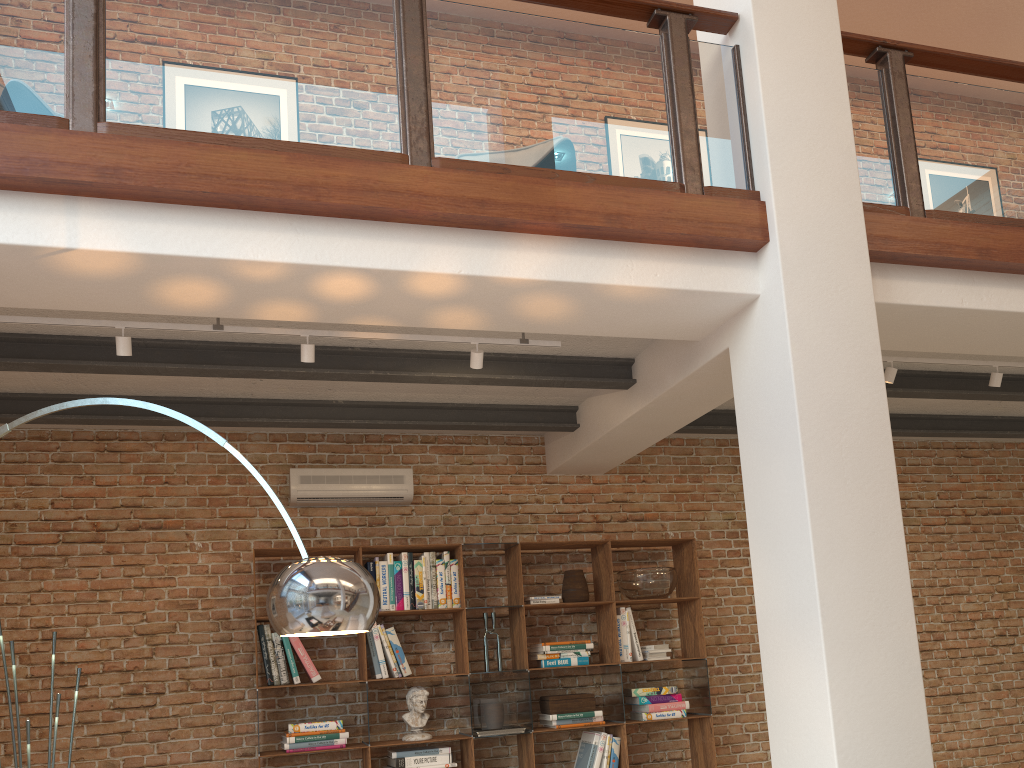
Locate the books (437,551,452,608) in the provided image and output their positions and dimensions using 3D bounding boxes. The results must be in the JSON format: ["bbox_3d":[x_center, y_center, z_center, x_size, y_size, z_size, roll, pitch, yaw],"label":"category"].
[{"bbox_3d":[-0.456,1.334,5.876,0.036,0.370,0.252,-1,-11,-17],"label":"books"}]

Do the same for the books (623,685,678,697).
[{"bbox_3d":[0.980,2.181,6.191,0.326,0.053,0.265,-2,-18,-7],"label":"books"}]

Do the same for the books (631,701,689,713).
[{"bbox_3d":[1.049,2.287,6.184,0.327,0.054,0.265,3,-19,-21],"label":"books"}]

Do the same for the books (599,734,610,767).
[{"bbox_3d":[0.595,2.584,5.998,0.098,0.342,0.282,-1,-12,-17],"label":"books"}]

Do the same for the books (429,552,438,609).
[{"bbox_3d":[-0.546,1.331,5.849,0.036,0.370,0.252,-1,-11,-17],"label":"books"}]

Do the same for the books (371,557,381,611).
[{"bbox_3d":[-0.900,1.336,5.749,0.021,0.346,0.282,-1,-12,-17],"label":"books"}]

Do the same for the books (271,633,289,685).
[{"bbox_3d":[-1.473,1.743,5.529,0.102,0.322,0.264,-1,-12,-17],"label":"books"}]

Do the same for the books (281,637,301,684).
[{"bbox_3d":[-1.412,1.712,5.518,0.121,0.368,0.252,-1,-11,-17],"label":"books"}]

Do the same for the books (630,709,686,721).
[{"bbox_3d":[1.029,2.339,6.169,0.326,0.053,0.265,1,-18,-14],"label":"books"}]

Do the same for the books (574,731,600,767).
[{"bbox_3d":[0.500,2.578,5.985,0.163,0.359,0.252,-1,-12,-17],"label":"books"}]

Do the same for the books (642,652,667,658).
[{"bbox_3d":[1.010,1.933,6.215,0.132,0.032,0.214,-2,-18,-7],"label":"books"}]

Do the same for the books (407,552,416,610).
[{"bbox_3d":[-0.691,1.326,5.805,0.036,0.370,0.252,-1,-11,-17],"label":"books"}]

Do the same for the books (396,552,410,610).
[{"bbox_3d":[-0.723,1.322,5.785,0.036,0.370,0.252,-1,-11,-17],"label":"books"}]

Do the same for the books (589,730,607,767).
[{"bbox_3d":[0.547,2.571,5.975,0.161,0.359,0.252,-1,-12,-17],"label":"books"}]

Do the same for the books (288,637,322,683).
[{"bbox_3d":[-1.328,1.752,5.563,0.195,0.307,0.264,-1,-13,-17],"label":"books"}]

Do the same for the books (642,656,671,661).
[{"bbox_3d":[1.015,1.963,6.227,0.171,0.018,0.246,-1,-18,-9],"label":"books"}]

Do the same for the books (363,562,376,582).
[{"bbox_3d":[-0.936,1.349,5.738,0.055,0.318,0.264,-1,-12,-17],"label":"books"}]

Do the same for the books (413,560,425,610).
[{"bbox_3d":[-0.640,1.349,5.801,0.055,0.318,0.264,-1,-12,-17],"label":"books"}]

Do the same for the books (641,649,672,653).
[{"bbox_3d":[1.015,1.909,6.225,0.171,0.018,0.246,1,-18,-13],"label":"books"}]

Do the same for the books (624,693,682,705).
[{"bbox_3d":[1.000,2.235,6.189,0.326,0.053,0.265,2,-18,-16],"label":"books"}]

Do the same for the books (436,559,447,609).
[{"bbox_3d":[-0.498,1.357,5.853,0.055,0.318,0.264,-1,-12,-17],"label":"books"}]

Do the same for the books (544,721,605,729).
[{"bbox_3d":[0.423,2.336,5.987,0.356,0.020,0.283,2,-19,-18],"label":"books"}]

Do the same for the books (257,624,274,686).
[{"bbox_3d":[-1.552,1.708,5.481,0.091,0.371,0.252,-1,-11,-17],"label":"books"}]

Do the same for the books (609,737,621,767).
[{"bbox_3d":[0.660,2.594,6.011,0.116,0.322,0.264,-1,-12,-17],"label":"books"}]

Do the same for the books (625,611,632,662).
[{"bbox_3d":[0.775,1.794,6.179,0.021,0.346,0.282,-1,-12,-17],"label":"books"}]

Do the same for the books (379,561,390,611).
[{"bbox_3d":[-0.857,1.345,5.742,0.055,0.318,0.264,-1,-12,-17],"label":"books"}]

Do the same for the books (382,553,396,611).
[{"bbox_3d":[-0.815,1.321,5.763,0.036,0.370,0.252,-1,-11,-17],"label":"books"}]

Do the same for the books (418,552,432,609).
[{"bbox_3d":[-0.585,1.334,5.851,0.036,0.370,0.252,-1,-11,-17],"label":"books"}]

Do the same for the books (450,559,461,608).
[{"bbox_3d":[-0.412,1.367,5.902,0.055,0.318,0.264,-1,-12,-17],"label":"books"}]

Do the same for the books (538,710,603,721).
[{"bbox_3d":[0.398,2.266,5.968,0.380,0.035,0.254,2,-19,-18],"label":"books"}]

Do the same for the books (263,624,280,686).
[{"bbox_3d":[-1.518,1.711,5.500,0.091,0.371,0.252,-1,-11,-17],"label":"books"}]

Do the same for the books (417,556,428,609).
[{"bbox_3d":[-0.608,1.342,5.828,0.021,0.346,0.282,-1,-12,-17],"label":"books"}]

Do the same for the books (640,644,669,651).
[{"bbox_3d":[1.007,1.882,6.222,0.133,0.032,0.213,5,-19,-26],"label":"books"}]

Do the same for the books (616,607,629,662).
[{"bbox_3d":[0.750,1.777,6.163,0.036,0.370,0.252,-1,-11,-17],"label":"books"}]

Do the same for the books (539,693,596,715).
[{"bbox_3d":[0.380,2.194,5.984,0.335,0.114,0.221,1,-16,-17],"label":"books"}]

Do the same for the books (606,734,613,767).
[{"bbox_3d":[0.613,2.590,6.013,0.098,0.342,0.282,-1,-12,-17],"label":"books"}]

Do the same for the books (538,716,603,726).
[{"bbox_3d":[0.404,2.313,6.000,0.380,0.035,0.254,3,-19,-21],"label":"books"}]
